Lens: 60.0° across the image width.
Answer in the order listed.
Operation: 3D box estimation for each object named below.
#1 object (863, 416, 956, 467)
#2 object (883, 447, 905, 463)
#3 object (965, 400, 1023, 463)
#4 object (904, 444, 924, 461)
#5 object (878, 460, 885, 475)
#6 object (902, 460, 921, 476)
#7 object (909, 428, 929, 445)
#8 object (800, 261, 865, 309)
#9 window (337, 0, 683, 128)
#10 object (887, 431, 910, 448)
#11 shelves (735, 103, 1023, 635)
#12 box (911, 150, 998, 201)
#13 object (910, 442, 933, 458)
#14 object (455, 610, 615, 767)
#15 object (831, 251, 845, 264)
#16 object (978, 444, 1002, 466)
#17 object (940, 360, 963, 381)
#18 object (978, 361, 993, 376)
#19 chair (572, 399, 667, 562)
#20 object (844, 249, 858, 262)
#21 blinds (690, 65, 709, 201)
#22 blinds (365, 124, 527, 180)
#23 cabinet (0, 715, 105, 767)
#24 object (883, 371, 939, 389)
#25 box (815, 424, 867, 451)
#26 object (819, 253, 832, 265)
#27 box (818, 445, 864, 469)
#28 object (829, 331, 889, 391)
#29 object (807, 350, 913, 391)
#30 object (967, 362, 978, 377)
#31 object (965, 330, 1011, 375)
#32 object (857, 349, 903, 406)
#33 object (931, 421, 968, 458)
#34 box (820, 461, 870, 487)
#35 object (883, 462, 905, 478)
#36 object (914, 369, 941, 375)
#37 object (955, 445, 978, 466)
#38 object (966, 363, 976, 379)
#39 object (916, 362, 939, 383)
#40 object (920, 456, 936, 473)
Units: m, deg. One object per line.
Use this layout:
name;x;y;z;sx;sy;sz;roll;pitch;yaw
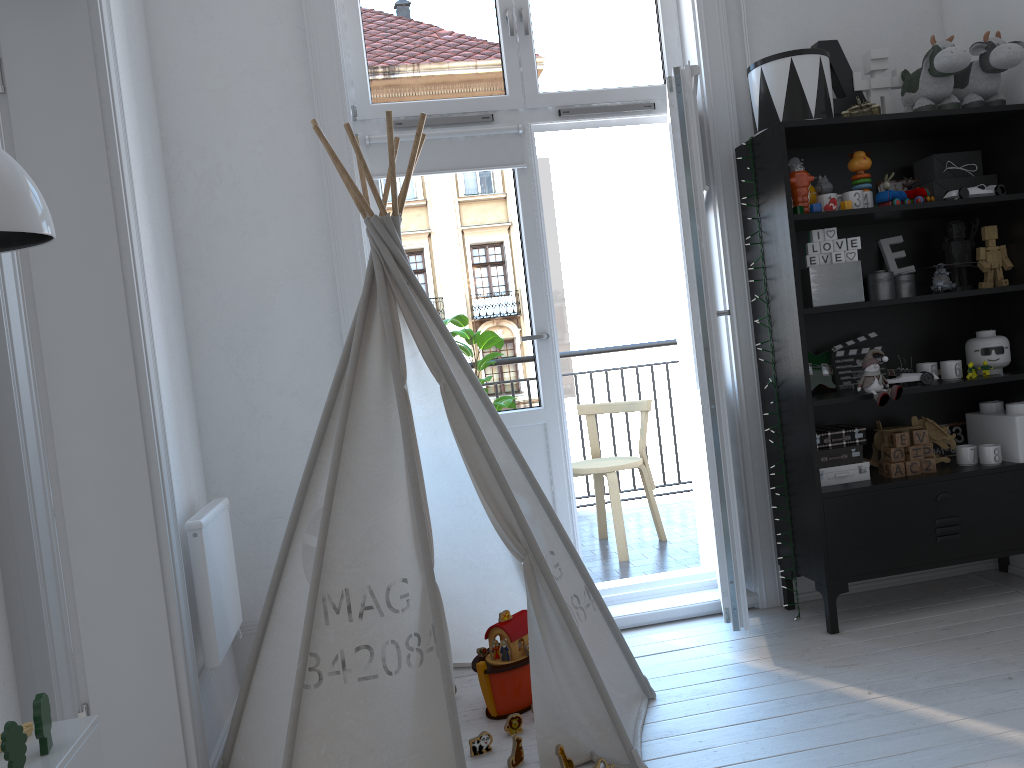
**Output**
object;1.424;0.211;3.195;0.337;0.186;0.111;-6;2;6
object;1.319;0.242;3.063;0.050;0.050;0.050;-7;2;-9
object;1.765;0.163;3.162;0.132;0.199;0.267;-7;2;-9
object;1.378;0.236;3.053;0.050;0.050;0.050;-7;2;-9
object;1.317;0.292;3.099;0.050;0.050;0.050;-7;2;-9
object;1.369;0.287;3.052;0.050;0.050;0.050;-7;2;-4
object;1.410;0.182;3.071;0.050;0.050;0.050;-6;2;11
object;1.084;-0.333;3.006;0.170;0.138;0.124;-6;2;6
window;0.012;-1.310;3.231;1.262;0.660;0.101;-7;2;-9
object;1.332;0.191;3.057;0.050;0.050;0.050;-7;2;-9
shelves;1.371;-0.065;3.116;0.911;1.678;0.353;-7;2;-9
box;1.590;-0.731;3.187;0.251;0.189;0.179;-7;2;-9
object;1.426;0.229;3.088;0.050;0.050;0.050;-7;2;-9
object;0.049;0.810;2.397;0.385;0.284;0.856;-7;2;-17
object;1.086;-0.421;2.965;0.040;0.040;0.040;-6;2;6
object;1.652;0.245;3.063;0.067;0.067;0.067;-6;2;5
object;1.527;-0.047;3.081;0.067;0.067;0.067;-6;2;5
object;1.639;-0.053;3.069;0.042;0.054;0.031;-5;2;36
chair;0.469;0.458;4.380;0.436;0.716;0.497;-5;2;36
object;1.132;-0.426;2.960;0.040;0.040;0.040;-6;2;21
blinds;0.640;-0.811;3.037;0.032;0.390;0.565;-6;2;11
blinds;-0.233;-0.832;3.178;0.565;0.158;0.032;-7;2;-9
cabinet;-0.518;0.668;0.661;0.182;0.454;0.970;-7;2;-9
object;1.345;-0.015;3.060;0.230;0.048;0.098;-6;2;16
box;1.094;0.187;3.096;0.215;0.062;0.179;-7;2;-9
object;1.043;-0.416;2.977;0.040;0.040;0.040;-7;2;-4
box;1.083;0.250;3.094;0.215;0.062;0.179;-7;2;-9
object;1.247;-0.082;3.194;0.200;0.199;0.048;-7;2;-9
object;1.207;-0.047;3.215;0.542;0.239;0.093;-7;2;-9
object;1.604;-0.050;3.094;0.042;0.054;0.031;-7;2;-9
object;1.695;-0.110;3.160;0.139;0.162;0.139;-8;2;-34
object;1.208;-0.023;2.919;0.110;0.186;0.129;-7;2;-22
object;1.562;0.219;3.308;0.347;0.120;0.034;-7;2;-9
box;1.108;0.309;3.099;0.215;0.062;0.179;-7;2;-9
object;1.311;0.294;3.042;0.050;0.050;0.050;-7;2;-9
object;1.546;-0.038;3.244;0.163;0.034;0.069;-7;2;-9
object;1.595;0.250;3.109;0.067;0.067;0.067;-6;2;5
object;1.571;-0.044;3.035;0.031;0.054;0.042;-5;3;41
object;1.461;-0.040;3.118;0.067;0.067;0.067;-6;2;5
object;1.434;0.279;3.063;0.050;0.050;0.050;-6;2;21
